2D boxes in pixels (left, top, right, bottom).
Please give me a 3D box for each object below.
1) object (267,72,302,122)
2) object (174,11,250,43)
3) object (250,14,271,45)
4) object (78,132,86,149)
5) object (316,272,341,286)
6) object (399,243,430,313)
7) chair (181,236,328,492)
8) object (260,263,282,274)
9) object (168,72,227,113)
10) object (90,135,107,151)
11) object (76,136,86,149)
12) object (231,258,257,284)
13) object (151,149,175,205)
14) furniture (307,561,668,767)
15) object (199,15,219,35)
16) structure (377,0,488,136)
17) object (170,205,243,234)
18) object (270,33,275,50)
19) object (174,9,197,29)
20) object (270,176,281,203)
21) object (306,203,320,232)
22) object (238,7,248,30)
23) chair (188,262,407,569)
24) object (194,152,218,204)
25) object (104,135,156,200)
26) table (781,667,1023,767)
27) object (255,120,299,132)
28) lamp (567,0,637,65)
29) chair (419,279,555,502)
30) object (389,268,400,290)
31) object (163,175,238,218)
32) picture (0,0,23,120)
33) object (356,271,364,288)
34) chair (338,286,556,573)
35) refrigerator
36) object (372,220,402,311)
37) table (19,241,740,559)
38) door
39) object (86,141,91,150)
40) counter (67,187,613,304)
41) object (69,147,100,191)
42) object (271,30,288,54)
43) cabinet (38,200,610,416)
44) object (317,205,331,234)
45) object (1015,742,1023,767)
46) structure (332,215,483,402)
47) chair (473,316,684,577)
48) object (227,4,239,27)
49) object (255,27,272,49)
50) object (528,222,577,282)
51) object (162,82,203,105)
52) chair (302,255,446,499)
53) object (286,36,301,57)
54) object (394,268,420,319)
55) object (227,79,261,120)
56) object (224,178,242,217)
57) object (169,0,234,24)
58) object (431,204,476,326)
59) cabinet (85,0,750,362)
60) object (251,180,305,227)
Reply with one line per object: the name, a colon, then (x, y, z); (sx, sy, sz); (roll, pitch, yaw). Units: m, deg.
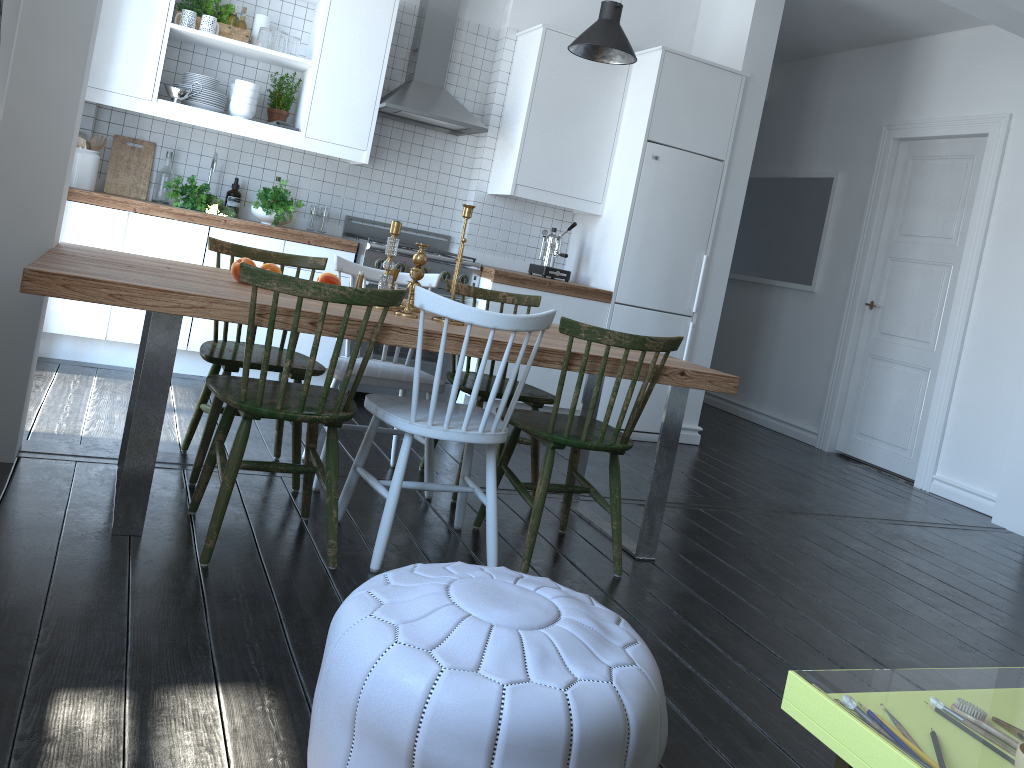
object: (-1.346, -1.660, 5.153); (0.166, 0.364, 0.171); (12, 3, 13)
object: (-1.688, -1.975, 4.944); (0.390, 0.103, 0.155); (8, 7, -24)
object: (-1.452, -2.005, 5.066); (0.084, 0.221, 0.086); (10, 3, -17)
object: (-2.247, -1.168, 4.588); (0.143, 0.289, 0.064); (14, 3, 39)
object: (-0.659, -0.358, 3.161); (0.089, 0.083, 0.085); (10, 5, -12)
object: (-0.348, -0.387, 3.200); (0.101, 0.246, 0.101); (11, 3, -1)
chair: (-0.950, -0.090, 3.279); (0.464, 0.823, 0.492); (10, 4, -26)
object: (-0.821, -0.366, 2.985); (0.083, 0.087, 0.091); (11, 5, 2)
object: (-1.751, -1.620, 4.916); (0.298, 0.193, 0.311); (9, 7, -23)
object: (-2.225, -1.171, 4.628); (0.129, 0.295, 0.057); (9, 3, -45)
object: (-2.268, -1.150, 4.538); (0.151, 0.261, 0.054); (14, 3, 41)
object: (-0.902, -0.382, 2.968); (0.087, 0.089, 0.085); (8, 6, -34)
object: (-1.965, -1.181, 4.992); (0.097, 0.316, 0.099); (10, 2, -24)
furniture: (-0.048, 0.580, 1.572); (0.605, 0.417, 0.625); (8, 7, -30)
object: (-1.636, -1.939, 4.780); (0.107, 0.100, 0.084); (8, 6, -35)
structure: (-0.404, -2.220, 5.307); (0.628, 1.299, 0.535); (10, 3, -24)
object: (-1.705, -0.898, 4.880); (0.369, 0.111, 0.359); (8, 8, -24)
object: (-1.325, -1.917, 4.980); (0.087, 0.119, 0.085); (14, 5, 34)
object: (-1.753, -1.957, 4.745); (0.110, 0.100, 0.082); (15, 6, 35)
object: (-1.402, -1.083, 5.194); (0.066, 0.281, 0.067); (10, 2, -29)
object: (-1.206, -1.010, 5.338); (0.059, 0.172, 0.059); (11, 2, -11)
object: (-1.546, -2.037, 5.031); (0.055, 0.232, 0.056); (10, 2, -21)
chair: (-0.662, 0.068, 2.596); (0.464, 0.824, 0.492); (10, 4, -26)
object: (-1.694, -1.139, 5.018); (0.278, 0.351, 0.187); (15, 5, 42)
object: (-2.145, -1.216, 4.944); (0.218, 0.328, 0.041); (10, 2, -24)
table: (1.164, 0.815, 1.464); (1.390, 0.397, 0.610); (8, 7, -24)
object: (-1.335, -1.476, 5.031); (0.244, 0.042, 0.281); (6, 10, -31)
lamp: (0.580, -2.244, 4.766); (0.383, 0.935, 0.390); (11, 3, -16)
chair: (-0.081, 0.022, 3.686); (0.464, 0.824, 0.492); (10, 4, -26)
object: (-0.445, -0.357, 3.237); (0.049, 0.138, 0.050); (10, 3, -24)
object: (-1.688, -0.975, 4.807); (0.288, 0.306, 0.466); (15, 7, 38)
picture: (-1.262, -1.111, 2.149); (0.082, 0.883, 0.698); (10, 4, -25)
object: (-0.550, -0.354, 3.163); (0.101, 0.113, 0.104); (8, 6, -38)
chair: (-0.211, 0.122, 2.777); (0.463, 0.838, 0.517); (10, 4, -24)
refrigerator: (0.782, -0.601, 5.686); (0.572, 1.794, 0.690); (10, 3, -24)
object: (-0.431, -0.417, 3.075); (0.141, 0.309, 0.140); (12, 3, 18)
table: (-0.470, 0.087, 3.094); (2.211, 0.713, 1.034); (8, 7, -24)
door: (2.768, -0.615, 6.124); (0.115, 2.464, 1.055); (10, 3, -25)
object: (-2.238, -1.151, 4.628); (0.116, 0.246, 0.050); (13, 3, 31)
counter: (-0.957, -0.792, 5.059); (3.077, 0.073, 0.860); (8, 9, -24)
object: (-2.251, -1.121, 4.581); (0.173, 0.207, 0.176); (10, 5, -20)
object: (-1.289, -1.897, 4.898); (0.086, 0.119, 0.087); (11, 4, -1)
cabinet: (-1.058, -0.381, 5.127); (3.165, 0.811, 0.739); (9, 5, -16)
object: (-1.142, -0.998, 5.343); (0.059, 0.172, 0.059); (11, 2, -11)
object: (0.714, 0.532, 1.170); (0.087, 0.066, 0.087); (12, 6, 4)
structure: (-0.677, -0.434, 5.290); (0.695, 1.015, 0.732); (10, 4, -24)
chair: (0.207, 0.180, 3.004); (0.464, 0.823, 0.492); (10, 4, -26)
object: (-1.575, -2.030, 4.972); (0.059, 0.224, 0.061); (9, 3, -41)
object: (-1.372, -1.911, 4.878); (0.086, 0.119, 0.087); (11, 4, -1)
object: (0.285, -0.835, 5.488); (0.204, 0.368, 0.358); (10, 5, -24)
object: (-1.775, -1.565, 4.719); (0.209, 0.134, 0.103); (10, 4, -12)
chair: (-0.529, -0.049, 3.505); (0.463, 0.838, 0.517); (10, 4, -24)
object: (-1.240, -1.899, 4.978); (0.087, 0.119, 0.085); (14, 5, 34)
object: (-0.339, -0.304, 2.937); (0.081, 0.160, 0.080); (13, 3, 23)
object: (-1.517, -1.591, 4.960); (0.148, 0.215, 0.314); (9, 6, -27)
object: (-1.626, -1.091, 5.142); (0.086, 0.230, 0.085); (13, 3, 31)
object: (-1.739, -2.069, 4.912); (0.344, 0.253, 0.166); (7, 5, -34)
object: (-0.180, -0.408, 3.002); (0.115, 0.409, 0.112); (12, 2, 28)
cabinet: (-0.609, -1.097, 5.207); (3.765, 2.362, 0.789); (9, 3, -20)
object: (-1.335, -1.029, 4.976); (0.269, 0.268, 0.344); (8, 7, -34)
